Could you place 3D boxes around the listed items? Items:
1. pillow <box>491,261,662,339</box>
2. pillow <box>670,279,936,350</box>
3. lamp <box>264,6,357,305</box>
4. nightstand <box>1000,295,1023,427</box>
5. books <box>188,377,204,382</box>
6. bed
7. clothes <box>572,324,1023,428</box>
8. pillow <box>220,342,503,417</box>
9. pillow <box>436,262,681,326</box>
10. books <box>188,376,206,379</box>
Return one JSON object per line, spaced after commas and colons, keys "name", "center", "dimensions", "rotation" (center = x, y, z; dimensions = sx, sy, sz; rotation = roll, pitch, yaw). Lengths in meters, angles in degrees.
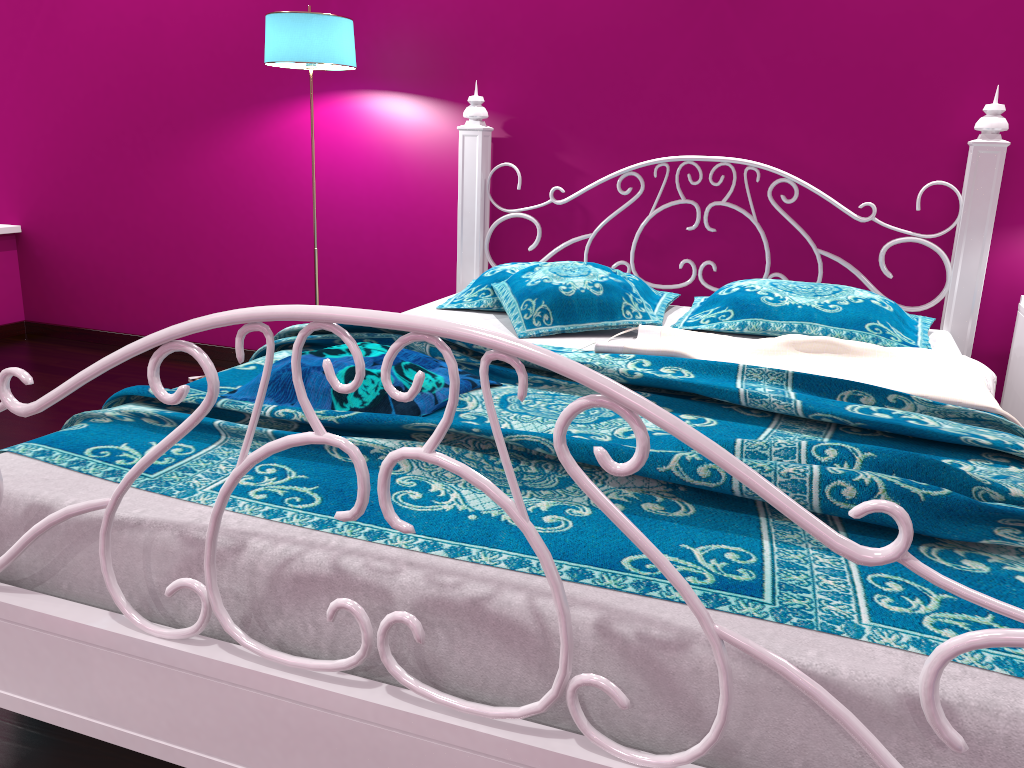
{"name": "pillow", "center": [0.172, -0.258, 2.565], "dimensions": [0.404, 0.176, 0.418], "rotation": [-1, 16, -12]}
{"name": "pillow", "center": [0.849, -0.216, 2.569], "dimensions": [0.717, 0.141, 0.401], "rotation": [8, 16, 21]}
{"name": "lamp", "center": [-0.688, -0.592, 3.095], "dimensions": [0.303, 1.352, 0.303], "rotation": [-5, 17, -24]}
{"name": "nightstand", "center": [1.758, 0.075, 2.349], "dimensions": [0.742, 0.616, 0.455], "rotation": [7, 16, 19]}
{"name": "books", "center": [-1.051, -0.013, 3.414], "dimensions": [0.221, 0.012, 0.300], "rotation": [16, 21, 42]}
{"name": "bed", "center": [0.181, -0.145, 1.960], "dimensions": [2.167, 1.143, 2.317], "rotation": [7, 16, 19]}
{"name": "clothes", "center": [0.665, 0.083, 2.168], "dimensions": [1.036, 0.376, 0.553], "rotation": [6, 16, 14]}
{"name": "pillow", "center": [-0.295, -0.007, 1.804], "dimensions": [0.404, 0.127, 0.425], "rotation": [11, 17, 29]}
{"name": "pillow", "center": [0.156, -0.303, 2.804], "dimensions": [0.717, 0.141, 0.401], "rotation": [6, 16, 14]}
{"name": "books", "center": [-1.071, -0.013, 3.427], "dimensions": [0.300, 0.007, 0.220], "rotation": [-7, 18, -30]}
